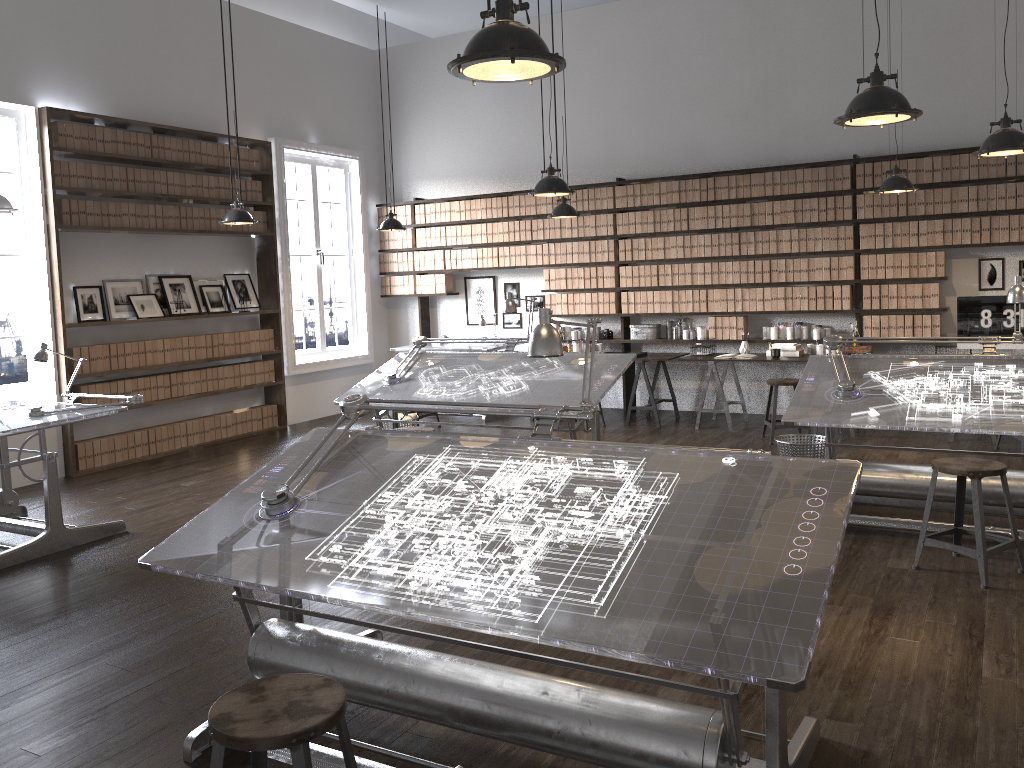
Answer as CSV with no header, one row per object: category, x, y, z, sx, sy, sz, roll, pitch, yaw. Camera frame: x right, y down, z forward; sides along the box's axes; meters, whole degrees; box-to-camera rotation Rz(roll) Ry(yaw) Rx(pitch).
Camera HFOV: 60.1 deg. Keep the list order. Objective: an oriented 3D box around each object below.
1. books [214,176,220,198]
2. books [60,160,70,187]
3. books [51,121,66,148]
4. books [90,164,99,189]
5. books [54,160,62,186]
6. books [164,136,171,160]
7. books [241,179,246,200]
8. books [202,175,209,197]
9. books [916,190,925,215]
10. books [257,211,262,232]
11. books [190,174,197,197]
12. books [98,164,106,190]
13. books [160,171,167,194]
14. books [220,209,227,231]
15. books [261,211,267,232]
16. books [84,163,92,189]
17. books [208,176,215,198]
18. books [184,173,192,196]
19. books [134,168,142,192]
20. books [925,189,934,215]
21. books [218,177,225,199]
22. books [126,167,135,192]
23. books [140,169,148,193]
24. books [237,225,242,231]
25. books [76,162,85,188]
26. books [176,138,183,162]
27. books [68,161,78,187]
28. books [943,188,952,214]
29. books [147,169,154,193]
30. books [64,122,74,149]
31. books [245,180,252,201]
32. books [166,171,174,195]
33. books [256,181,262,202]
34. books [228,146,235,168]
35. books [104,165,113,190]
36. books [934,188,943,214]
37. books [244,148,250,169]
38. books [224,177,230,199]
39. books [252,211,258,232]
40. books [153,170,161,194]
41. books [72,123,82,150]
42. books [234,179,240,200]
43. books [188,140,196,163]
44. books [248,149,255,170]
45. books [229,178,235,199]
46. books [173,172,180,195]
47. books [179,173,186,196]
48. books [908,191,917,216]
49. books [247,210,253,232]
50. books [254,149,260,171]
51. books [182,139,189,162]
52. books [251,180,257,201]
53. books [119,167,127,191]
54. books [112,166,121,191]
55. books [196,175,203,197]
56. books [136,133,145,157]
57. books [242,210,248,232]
books,-2.967,-1.920,8.712,0.174,0.225,0.067,0,5,30
books,-3.750,-1.724,7.325,0.174,0.225,0.067,0,5,29
books,-3.763,-2.040,7.293,0.174,0.225,0.067,0,5,30
books,-3.612,-1.758,7.559,0.174,0.225,0.067,0,5,30
books,-3.786,-1.716,7.266,0.174,0.225,0.067,0,5,29
books,-3.247,-2.169,8.207,0.174,0.225,0.067,0,5,29
books,-2.799,-1.963,9.014,0.174,0.225,0.067,0,5,29
books,-3.030,-1.903,8.593,0.174,0.225,0.067,0,5,29
books,3.629,-1.600,7.851,0.067,0.225,0.175,0,5,29
books,-2.687,-1.677,9.206,0.174,0.225,0.067,0,5,30
books,-3.104,-1.886,8.474,0.174,0.225,0.067,0,5,30
books,-3.584,-1.766,7.621,0.174,0.225,0.067,0,5,29
books,-3.270,-1.844,8.171,0.174,0.225,0.067,0,5,29
books,-2.923,-1.618,8.785,0.174,0.225,0.067,0,5,29
books,-2.653,-1.686,9.268,0.174,0.225,0.067,0,5,30
books,-3.649,-1.750,7.504,0.174,0.225,0.067,0,5,29
books,-2.997,-1.912,8.656,0.174,0.225,0.067,0,5,30
books,-3.132,-1.878,8.410,0.174,0.225,0.067,0,5,30
books,-3.407,-1.810,7.935,0.174,0.225,0.067,0,5,30
books,3.693,-1.599,7.819,0.067,0.225,0.175,0,5,30
books,-2.930,-1.928,8.768,0.174,0.225,0.067,0,5,29
books,-3.439,-1.801,7.868,0.174,0.225,0.067,0,5,29
books,-3.373,-1.818,7.991,0.174,0.225,0.067,0,5,29
books,-2.822,-1.644,8.972,0.174,0.225,0.067,0,5,29
books,-3.678,-1.742,7.448,0.174,0.225,0.067,0,5,29
books,-3.184,-2.186,8.334,0.174,0.225,0.067,0,5,30
books,-3.712,-1.733,7.384,0.174,0.225,0.067,0,5,30
books,3.811,-1.595,7.746,0.067,0.225,0.175,0,5,29
books,-3.338,-1.826,8.044,0.174,0.225,0.067,0,5,30
books,-3.727,-2.049,7.356,0.174,0.225,0.067,0,5,29
books,-2.757,-1.972,9.076,0.174,0.225,0.067,0,5,30
books,-3.232,-1.853,8.235,0.174,0.225,0.067,0,5,30
books,-2.686,-1.990,9.208,0.174,0.225,0.067,0,5,30
books,-2.870,-2.264,8.883,0.174,0.225,0.067,0,5,29
books,-3.550,-1.775,7.682,0.174,0.225,0.067,0,5,29
books,3.755,-1.598,7.784,0.067,0.225,0.175,0,5,30
books,-2.775,-2.288,9.056,0.174,0.225,0.067,0,5,29
books,-2.902,-1.937,8.829,0.174,0.225,0.067,0,5,30
books,-2.714,-1.669,9.149,0.174,0.225,0.067,0,5,29
books,-3.303,-1.835,8.107,0.174,0.225,0.067,0,5,29
books,-3.695,-2.058,7.421,0.174,0.225,0.067,0,5,29
books,-2.829,-1.954,8.950,0.174,0.225,0.067,0,5,29
books,-3.111,-2.204,8.458,0.174,0.225,0.067,0,5,30
books,-2.741,-2.297,9.117,0.174,0.225,0.067,0,5,29
books,-2.868,-1.945,8.891,0.174,0.225,0.067,0,5,30
books,-3.198,-1.862,8.299,0.174,0.225,0.067,0,5,29
books,-3.169,-1.870,8.354,0.174,0.225,0.067,0,5,29
books,3.570,-1.603,7.890,0.067,0.225,0.175,0,5,29
books,-2.746,-1.661,9.091,0.174,0.225,0.067,0,5,30
books,-2.702,-2.305,9.177,0.174,0.225,0.067,0,5,30
books,-3.148,-2.195,8.394,0.174,0.225,0.067,0,5,30
books,-2.726,-1.981,9.144,0.174,0.225,0.067,0,5,29
books,-3.481,-1.792,7.806,0.174,0.225,0.067,0,5,30
books,-3.511,-1.783,7.742,0.174,0.225,0.067,0,5,30
books,-3.068,-1.895,8.534,0.174,0.225,0.067,0,5,30
books,-3.389,-2.134,7.960,0.174,0.225,0.067,0,5,29
books,-2.785,-1.652,9.030,0.174,0.225,0.067,0,5,30
